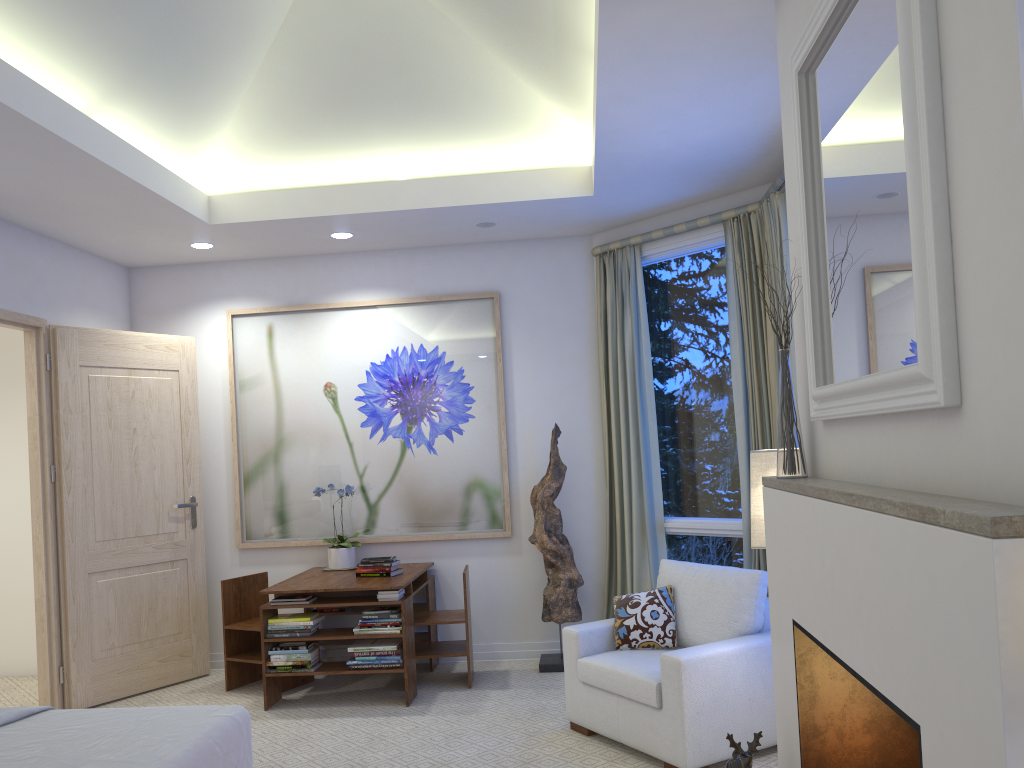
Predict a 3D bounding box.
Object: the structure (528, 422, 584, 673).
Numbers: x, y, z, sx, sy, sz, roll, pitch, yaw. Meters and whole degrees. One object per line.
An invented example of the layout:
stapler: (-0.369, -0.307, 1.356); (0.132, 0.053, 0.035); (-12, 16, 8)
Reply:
structure: (0.247, 0.918, 5.065); (0.305, 1.392, 0.264); (-3, -1, 5)

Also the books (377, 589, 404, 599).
books: (-0.615, 1.068, 4.509); (0.111, 0.022, 0.154); (-3, -4, 5)

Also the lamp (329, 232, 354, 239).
lamp: (-0.954, -0.828, 4.970); (0.137, 0.014, 0.137); (-1, -5, -23)

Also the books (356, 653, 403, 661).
books: (-0.657, 1.380, 4.515); (0.234, 0.018, 0.169); (-4, -4, 10)

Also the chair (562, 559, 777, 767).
chair: (0.704, 1.139, 3.753); (0.687, 0.705, 0.808); (-1, -3, -30)

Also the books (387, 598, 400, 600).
books: (-0.614, 1.085, 4.504); (0.103, 0.013, 0.143); (-3, -4, 5)

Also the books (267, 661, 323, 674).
books: (-1.109, 1.450, 4.538); (0.242, 0.019, 0.169); (-3, -4, 5)

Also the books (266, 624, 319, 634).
books: (-1.124, 1.256, 4.547); (0.234, 0.019, 0.144); (-3, -4, 5)

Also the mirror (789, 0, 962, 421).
mirror: (0.710, -0.404, 1.842); (0.039, 0.939, 0.842); (-3, -3, 5)

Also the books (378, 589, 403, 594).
books: (-0.614, 1.050, 4.505); (0.100, 0.012, 0.140); (-3, -4, 5)

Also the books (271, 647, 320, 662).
books: (-1.108, 1.383, 4.528); (0.208, 0.036, 0.145); (-3, -4, 5)

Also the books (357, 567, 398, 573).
books: (-0.733, 1.007, 4.846); (0.190, 0.031, 0.132); (-4, -4, 10)

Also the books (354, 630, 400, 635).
books: (-0.663, 1.252, 4.525); (0.239, 0.017, 0.173); (-4, -4, 10)

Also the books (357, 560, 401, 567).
books: (-0.728, 0.983, 4.846); (0.205, 0.020, 0.125); (-4, -4, 15)

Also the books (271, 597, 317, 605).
books: (-1.119, 1.114, 4.553); (0.201, 0.014, 0.136); (-3, -4, 5)

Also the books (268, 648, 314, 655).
books: (-1.127, 1.359, 4.534); (0.205, 0.019, 0.119); (-3, -4, 5)

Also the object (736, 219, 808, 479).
object: (0.693, -0.092, 2.364); (0.189, 0.692, 0.193); (-4, -2, 33)

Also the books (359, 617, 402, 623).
books: (-0.656, 1.197, 4.523); (0.218, 0.017, 0.137); (-3, -4, 5)

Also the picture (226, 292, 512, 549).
picture: (-0.876, 0.228, 5.353); (1.680, 1.458, 0.030); (-3, -1, 5)

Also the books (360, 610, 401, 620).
books: (-0.656, 1.177, 4.524); (0.205, 0.026, 0.125); (-4, -4, 10)

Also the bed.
bed: (-1.853, 1.092, 2.060); (2.020, 0.813, 1.973); (-3, -4, 4)

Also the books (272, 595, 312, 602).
books: (-1.131, 1.103, 4.560); (0.174, 0.008, 0.111); (-3, -4, 5)

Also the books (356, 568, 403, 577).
books: (-0.724, 1.034, 4.853); (0.213, 0.027, 0.154); (-4, -4, 20)

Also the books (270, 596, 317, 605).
books: (-1.120, 1.114, 4.553); (0.201, 0.015, 0.140); (-3, -4, 5)

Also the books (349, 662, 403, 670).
books: (-0.675, 1.420, 4.531); (0.276, 0.032, 0.192); (-3, -4, 5)

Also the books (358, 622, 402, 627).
books: (-0.665, 1.213, 4.520); (0.209, 0.015, 0.146); (-3, -4, 5)

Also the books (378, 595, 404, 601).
books: (-0.614, 1.085, 4.504); (0.101, 0.012, 0.140); (-3, -4, 5)

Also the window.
window: (0.754, -0.006, 1.834); (0.814, 2.022, 6.859); (-3, -4, 5)

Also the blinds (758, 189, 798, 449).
blinds: (1.210, 0.311, 4.152); (0.266, 2.365, 0.525); (-3, -1, -2)

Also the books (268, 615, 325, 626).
books: (-1.106, 1.219, 4.563); (0.239, 0.019, 0.173); (-4, -4, 10)

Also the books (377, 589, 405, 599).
books: (-0.615, 1.068, 4.510); (0.108, 0.020, 0.151); (-3, -4, 5)

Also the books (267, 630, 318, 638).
books: (-1.127, 1.276, 4.549); (0.217, 0.020, 0.157); (-3, -4, 5)

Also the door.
door: (-2.303, 0.678, 4.544); (0.361, 2.052, 1.784); (-3, -2, 22)

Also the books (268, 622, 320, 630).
books: (-1.121, 1.237, 4.554); (0.222, 0.020, 0.154); (-3, -4, 5)

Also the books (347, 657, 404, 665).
books: (-0.681, 1.397, 4.519); (0.284, 0.018, 0.182); (-3, -4, 5)

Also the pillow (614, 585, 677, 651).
pillow: (0.584, 1.028, 3.907); (0.285, 0.271, 0.187); (-4, -2, 14)

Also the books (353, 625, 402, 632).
books: (-0.668, 1.239, 4.530); (0.249, 0.015, 0.180); (-3, -4, 5)

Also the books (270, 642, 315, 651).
books: (-1.122, 1.342, 4.532); (0.198, 0.017, 0.114); (-3, -4, 5)

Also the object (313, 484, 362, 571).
object: (-1.031, 0.840, 5.230); (0.305, 0.503, 0.216); (-3, -2, 5)

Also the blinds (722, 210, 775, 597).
blinds: (1.179, 0.325, 4.342); (0.269, 2.368, 0.525); (-2, -2, -42)

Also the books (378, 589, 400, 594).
books: (-0.614, 1.049, 4.504); (0.103, 0.013, 0.143); (-3, -4, 5)

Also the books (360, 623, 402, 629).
books: (-0.658, 1.225, 4.517); (0.205, 0.011, 0.148); (-3, -4, 5)

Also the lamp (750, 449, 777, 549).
lamp: (1.114, 0.852, 3.536); (0.276, 1.204, 1.531); (-3, -3, 17)

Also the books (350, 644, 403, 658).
books: (-0.681, 1.359, 4.525); (0.257, 0.033, 0.156); (-3, -4, 5)

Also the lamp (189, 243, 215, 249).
lamp: (-1.763, -0.781, 5.038); (0.137, 0.014, 0.137); (-1, -5, -23)

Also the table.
table: (-0.858, 1.358, 4.885); (0.740, 0.599, 0.902); (-3, -3, 5)

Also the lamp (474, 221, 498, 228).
lamp: (-0.144, -0.875, 4.903); (0.137, 0.014, 0.137); (-1, -5, -23)

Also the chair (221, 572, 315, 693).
chair: (-1.365, 1.384, 4.957); (0.341, 0.609, 0.340); (-4, -2, 30)

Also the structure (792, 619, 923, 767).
structure: (0.933, 0.861, 1.805); (0.476, 0.614, 0.876); (-3, -3, 5)

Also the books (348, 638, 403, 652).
books: (-0.694, 1.335, 4.526); (0.249, 0.022, 0.180); (-3, -4, 5)

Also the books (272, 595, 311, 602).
books: (-1.132, 1.103, 4.560); (0.177, 0.009, 0.113); (-3, -4, 5)

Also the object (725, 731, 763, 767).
object: (0.614, 1.069, 2.358); (0.096, 0.307, 0.180); (-3, -2, -9)

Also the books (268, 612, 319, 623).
books: (-1.121, 1.202, 4.557); (0.217, 0.019, 0.157); (-3, -4, 5)

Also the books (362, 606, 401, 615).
books: (-0.664, 1.157, 4.524); (0.177, 0.017, 0.113); (-3, -4, 5)

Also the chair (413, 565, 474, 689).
chair: (-0.401, 1.326, 4.854); (0.340, 0.609, 0.341); (-3, -2, 0)

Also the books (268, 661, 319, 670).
books: (-1.116, 1.431, 4.536); (0.217, 0.021, 0.157); (-3, -4, 5)

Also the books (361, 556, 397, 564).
books: (-0.728, 0.963, 4.844); (0.180, 0.018, 0.125); (-3, -4, 0)

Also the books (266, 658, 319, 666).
books: (-1.119, 1.411, 4.530); (0.233, 0.022, 0.142); (-3, -4, 5)

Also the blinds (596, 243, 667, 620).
blinds: (0.575, 0.402, 4.993); (0.294, 2.371, 0.643); (-2, -2, -44)
